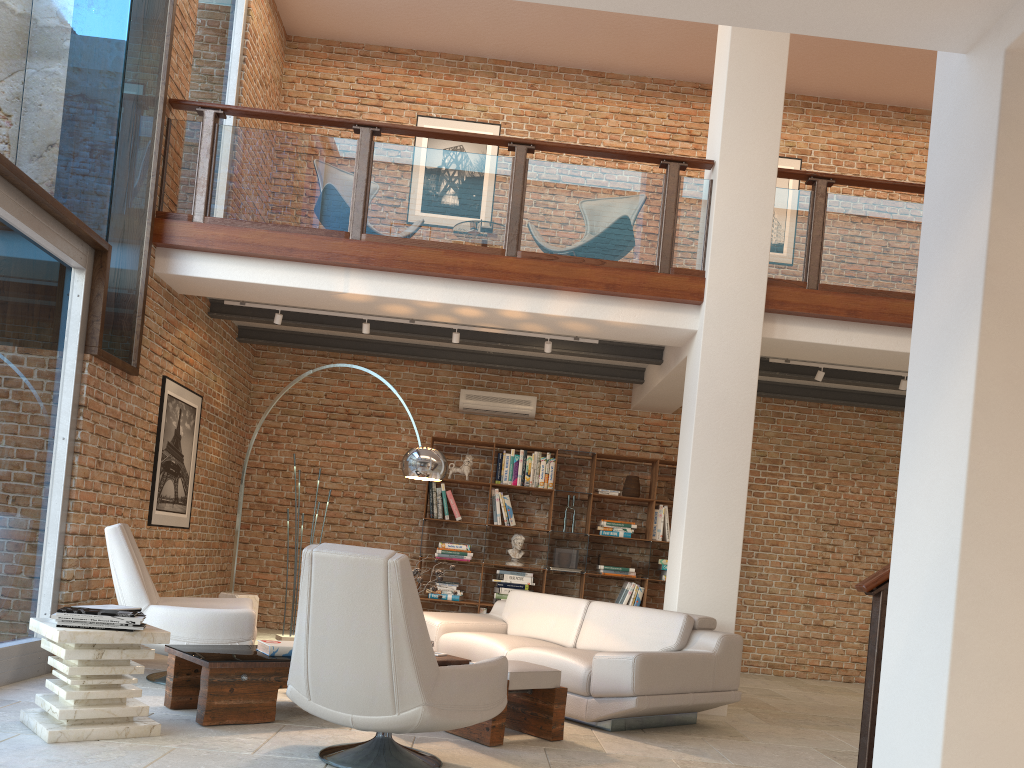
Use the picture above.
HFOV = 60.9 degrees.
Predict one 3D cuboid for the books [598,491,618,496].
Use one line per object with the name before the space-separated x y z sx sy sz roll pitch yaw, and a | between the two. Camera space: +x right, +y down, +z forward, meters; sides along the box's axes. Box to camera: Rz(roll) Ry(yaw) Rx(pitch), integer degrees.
books | 1.008 1.160 9.187 0.206 0.033 0.135 6 -11 -2

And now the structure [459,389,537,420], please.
structure | -0.152 0.220 9.330 0.813 0.216 0.203 6 -6 -2

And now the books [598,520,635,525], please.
books | 1.104 1.470 9.250 0.356 0.020 0.277 6 -11 -3

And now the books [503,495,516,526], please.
books | -0.029 1.342 9.203 0.158 0.324 0.258 6 -5 -1

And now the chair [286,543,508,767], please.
chair | -0.599 1.263 4.027 1.024 1.001 0.990 4 -6 15

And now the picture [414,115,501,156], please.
picture | -0.627 -2.268 9.424 0.914 1.181 0.027 6 -1 -2

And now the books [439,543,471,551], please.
books | -0.598 1.715 9.183 0.326 0.054 0.260 5 -11 1

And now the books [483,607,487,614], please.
books | -0.303 2.544 9.193 0.036 0.378 0.247 6 -4 -1

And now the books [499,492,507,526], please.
books | -0.098 1.327 9.206 0.125 0.343 0.275 6 -5 -1

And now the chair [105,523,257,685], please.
chair | -2.182 1.452 5.743 0.990 0.984 1.036 7 -7 -17

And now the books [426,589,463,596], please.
books | -0.706 2.191 9.176 0.380 0.036 0.249 6 -11 -2

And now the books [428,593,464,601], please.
books | -0.690 2.237 9.167 0.326 0.054 0.260 4 -11 8

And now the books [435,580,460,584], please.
books | -0.679 2.088 9.178 0.252 0.017 0.165 6 -11 -2

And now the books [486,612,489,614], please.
books | -0.259 2.574 9.186 0.057 0.325 0.258 6 -5 -1

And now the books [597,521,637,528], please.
books | 1.105 1.494 9.229 0.381 0.036 0.248 7 -11 -8

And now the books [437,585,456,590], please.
books | -0.688 2.142 9.190 0.206 0.033 0.135 6 -11 -2

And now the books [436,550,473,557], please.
books | -0.610 1.777 9.164 0.381 0.036 0.248 7 -11 -8

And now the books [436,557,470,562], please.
books | -0.618 1.844 9.177 0.356 0.020 0.277 6 -11 -2

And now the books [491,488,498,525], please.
books | -0.187 1.303 9.216 0.101 0.378 0.247 6 -4 -1

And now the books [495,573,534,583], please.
books | 0.026 2.049 9.208 0.381 0.063 0.248 7 -11 -7

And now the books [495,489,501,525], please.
books | -0.149 1.303 9.194 0.103 0.378 0.247 6 -4 -1

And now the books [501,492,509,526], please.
books | -0.077 1.331 9.216 0.125 0.343 0.275 6 -5 -1

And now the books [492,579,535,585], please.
books | 0.014 2.087 9.189 0.445 0.020 0.277 6 -11 -2

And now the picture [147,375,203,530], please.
picture | -2.792 0.609 7.262 0.027 1.178 0.925 6 -5 -1

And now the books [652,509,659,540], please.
books | 1.496 1.501 9.254 0.055 0.325 0.258 6 -5 -1

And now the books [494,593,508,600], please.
books | -0.002 2.247 9.202 0.362 0.054 0.288 5 -11 1

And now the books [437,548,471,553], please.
books | -0.610 1.752 9.185 0.356 0.020 0.277 6 -11 -3

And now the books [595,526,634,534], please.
books | 1.081 1.550 9.247 0.380 0.036 0.249 6 -11 -2

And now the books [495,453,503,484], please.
books | -0.137 0.908 9.218 0.055 0.325 0.258 6 -5 -1

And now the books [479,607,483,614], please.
books | -0.339 2.537 9.176 0.036 0.378 0.247 6 -4 -1

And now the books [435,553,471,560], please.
books | -0.624 1.813 9.171 0.380 0.036 0.248 7 -11 -6

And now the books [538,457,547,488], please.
books | 0.314 0.951 9.219 0.055 0.325 0.258 6 -5 -1

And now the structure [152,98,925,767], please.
structure | 2.257 -0.328 2.583 10.159 4.070 14.115 6 -10 -1

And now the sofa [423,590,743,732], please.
sofa | 0.375 1.938 6.344 1.163 0.744 2.334 13 -12 -41

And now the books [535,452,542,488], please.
books | 0.271 0.921 9.223 0.036 0.378 0.247 6 -4 -1

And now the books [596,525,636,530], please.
books | 1.100 1.523 9.238 0.381 0.018 0.248 7 -11 -9

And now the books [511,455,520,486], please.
books | 0.033 0.925 9.224 0.055 0.325 0.258 6 -5 -1

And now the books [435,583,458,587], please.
books | -0.691 2.117 9.197 0.237 0.018 0.173 7 -11 -9

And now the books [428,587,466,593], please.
books | -0.688 2.163 9.167 0.381 0.018 0.248 7 -11 -9

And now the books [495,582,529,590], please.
books | -0.006 2.121 9.175 0.327 0.054 0.259 7 -11 -7

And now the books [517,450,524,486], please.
books | 0.084 0.899 9.206 0.036 0.378 0.247 6 -4 -1

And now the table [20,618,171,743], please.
table | -2.005 1.407 4.191 0.503 0.497 0.495 11 -8 -41

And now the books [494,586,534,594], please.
books | 0.015 2.186 9.187 0.382 0.063 0.247 8 -11 -15

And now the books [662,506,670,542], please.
books | 1.628 1.491 9.281 0.101 0.378 0.247 6 -4 -1

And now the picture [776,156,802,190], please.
picture | 2.670 -1.925 9.541 0.914 1.181 0.027 6 -1 -2

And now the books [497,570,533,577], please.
books | 0.026 1.998 9.204 0.380 0.036 0.249 6 -11 -2

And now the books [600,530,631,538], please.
books | 1.098 1.596 9.238 0.326 0.054 0.260 4 -11 8

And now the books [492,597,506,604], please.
books | -0.006 2.302 9.182 0.381 0.063 0.248 7 -11 -7

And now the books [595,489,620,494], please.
books | 1.004 1.135 9.195 0.237 0.018 0.173 7 -11 -9

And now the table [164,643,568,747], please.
table | -1.011 1.754 5.276 2.004 0.422 2.210 15 -14 -40
